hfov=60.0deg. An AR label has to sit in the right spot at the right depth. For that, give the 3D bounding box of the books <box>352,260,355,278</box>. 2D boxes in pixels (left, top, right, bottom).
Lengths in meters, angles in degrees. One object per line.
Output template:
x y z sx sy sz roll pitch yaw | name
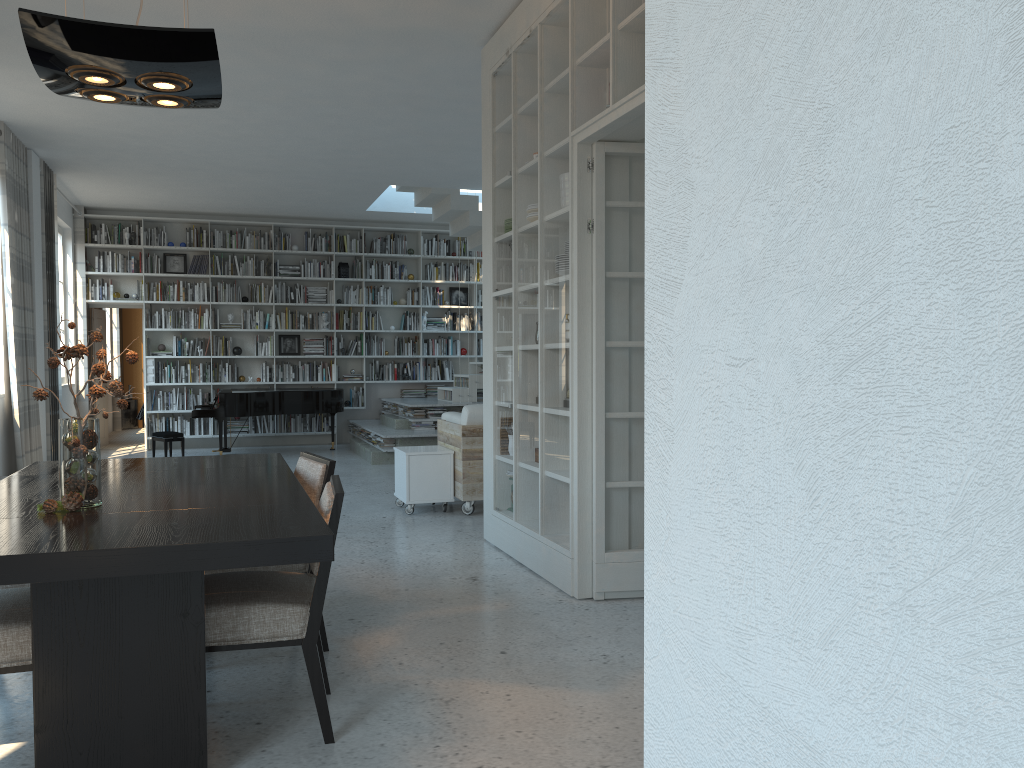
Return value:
-2.301 -1.650 12.856 0.021 0.272 0.190 -1 2 -18 | books

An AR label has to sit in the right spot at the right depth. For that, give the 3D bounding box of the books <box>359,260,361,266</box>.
-2.209 -1.662 12.924 0.005 0.292 0.130 -1 2 -18 | books

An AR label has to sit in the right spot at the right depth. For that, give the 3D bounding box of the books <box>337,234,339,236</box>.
-2.510 -2.018 12.803 0.007 0.279 0.150 -1 2 -18 | books

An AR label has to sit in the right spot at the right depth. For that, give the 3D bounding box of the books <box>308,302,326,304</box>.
-2.807 -1.159 12.734 0.254 0.012 0.161 -1 2 -22 | books

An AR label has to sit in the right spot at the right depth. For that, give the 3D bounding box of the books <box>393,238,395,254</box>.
-1.746 -2.013 13.046 0.008 0.251 0.170 -1 2 -18 | books

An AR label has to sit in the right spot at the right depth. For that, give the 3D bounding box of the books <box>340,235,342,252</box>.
-2.470 -2.009 12.815 0.008 0.262 0.142 -1 2 -18 | books

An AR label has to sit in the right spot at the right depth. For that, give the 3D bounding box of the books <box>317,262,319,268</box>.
-2.785 -1.627 12.735 0.011 0.239 0.139 -1 2 -18 | books

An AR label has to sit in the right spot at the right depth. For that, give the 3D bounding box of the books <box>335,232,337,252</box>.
-2.541 -2.026 12.785 0.007 0.298 0.181 -1 2 -18 | books

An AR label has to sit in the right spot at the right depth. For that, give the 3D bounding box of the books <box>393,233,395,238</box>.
-1.739 -2.052 13.046 0.007 0.329 0.183 -1 2 -18 | books

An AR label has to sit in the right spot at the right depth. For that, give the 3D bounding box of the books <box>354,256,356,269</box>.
-2.287 -1.684 12.889 0.025 0.339 0.142 -1 2 -18 | books

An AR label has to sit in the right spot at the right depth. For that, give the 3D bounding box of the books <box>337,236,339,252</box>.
-2.514 -1.997 12.775 0.007 0.239 0.191 -1 2 -18 | books

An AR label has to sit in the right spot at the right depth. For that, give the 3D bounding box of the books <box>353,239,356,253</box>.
-2.292 -1.987 12.857 0.031 0.213 0.169 -1 2 -18 | books

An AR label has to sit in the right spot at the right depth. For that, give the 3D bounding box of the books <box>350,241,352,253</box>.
-2.341 -1.970 12.844 0.022 0.180 0.173 -1 2 -18 | books

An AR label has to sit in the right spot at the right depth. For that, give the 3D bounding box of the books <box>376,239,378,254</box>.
-1.985 -1.999 12.961 0.013 0.229 0.173 -1 2 -18 | books

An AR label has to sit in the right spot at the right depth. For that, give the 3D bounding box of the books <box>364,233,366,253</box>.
-2.146 -2.034 12.900 0.019 0.304 0.175 -1 2 -18 | books

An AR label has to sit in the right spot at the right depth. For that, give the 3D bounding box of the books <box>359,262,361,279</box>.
-2.221 -1.639 12.885 0.013 0.248 0.186 -1 2 -18 | books

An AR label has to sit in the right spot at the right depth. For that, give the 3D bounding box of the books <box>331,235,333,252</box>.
-2.601 -2.005 12.778 0.022 0.257 0.136 -1 2 -18 | books

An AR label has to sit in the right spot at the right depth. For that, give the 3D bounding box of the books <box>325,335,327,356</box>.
-2.692 -0.556 12.818 0.011 0.299 0.130 -1 2 -18 | books

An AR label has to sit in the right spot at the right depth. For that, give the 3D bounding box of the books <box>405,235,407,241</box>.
-1.568 -2.042 13.100 0.006 0.306 0.163 -1 2 -18 | books

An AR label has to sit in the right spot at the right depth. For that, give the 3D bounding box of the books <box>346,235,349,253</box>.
-2.382 -2.017 12.850 0.030 0.274 0.151 -1 2 -18 | books

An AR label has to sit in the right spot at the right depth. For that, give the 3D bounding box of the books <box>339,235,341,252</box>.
-2.487 -2.008 12.801 0.034 0.261 0.157 -1 2 -18 | books

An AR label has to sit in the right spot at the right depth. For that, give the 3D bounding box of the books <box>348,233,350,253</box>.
-2.358 -2.028 12.840 0.010 0.297 0.167 -1 2 -18 | books

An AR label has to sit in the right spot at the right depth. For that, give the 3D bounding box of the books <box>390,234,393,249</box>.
-1.770 -2.043 13.038 0.006 0.312 0.179 -1 2 -18 | books

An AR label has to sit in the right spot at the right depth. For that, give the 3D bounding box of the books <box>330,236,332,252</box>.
-2.615 -1.996 12.767 0.014 0.239 0.153 -1 2 -18 | books

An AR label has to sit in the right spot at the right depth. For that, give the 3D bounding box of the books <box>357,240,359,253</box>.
-2.247 -1.978 12.885 0.022 0.194 0.181 -1 2 -18 | books

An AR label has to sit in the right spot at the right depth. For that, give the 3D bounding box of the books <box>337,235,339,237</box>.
-2.512 -2.008 12.791 0.006 0.260 0.166 -1 2 -18 | books

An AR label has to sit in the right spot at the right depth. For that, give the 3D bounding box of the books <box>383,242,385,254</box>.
-1.889 -1.981 13.027 0.031 0.190 0.132 -1 2 -18 | books

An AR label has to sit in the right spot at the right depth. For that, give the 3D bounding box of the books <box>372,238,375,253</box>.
-2.027 -2.006 12.951 0.009 0.244 0.173 -1 2 -18 | books

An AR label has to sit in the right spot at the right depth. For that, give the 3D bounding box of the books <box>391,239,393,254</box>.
-1.779 -2.002 13.031 0.018 0.231 0.160 -1 2 -18 | books

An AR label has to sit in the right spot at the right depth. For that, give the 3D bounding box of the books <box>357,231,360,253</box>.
-2.236 -2.046 12.904 0.012 0.330 0.128 -1 2 -18 | books

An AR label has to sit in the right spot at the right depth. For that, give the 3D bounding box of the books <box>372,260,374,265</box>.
-2.033 -1.658 12.969 0.011 0.283 0.172 -1 2 -18 | books

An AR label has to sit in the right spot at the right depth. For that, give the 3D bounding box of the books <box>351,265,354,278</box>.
-2.318 -1.621 12.886 0.019 0.214 0.156 -1 2 -18 | books

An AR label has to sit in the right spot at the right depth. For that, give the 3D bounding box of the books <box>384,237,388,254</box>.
-1.849 -2.014 12.996 0.028 0.258 0.184 -1 2 -18 | books

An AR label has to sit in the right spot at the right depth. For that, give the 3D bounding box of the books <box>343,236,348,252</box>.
-2.415 -2.006 12.818 0.054 0.255 0.190 -1 2 -18 | books

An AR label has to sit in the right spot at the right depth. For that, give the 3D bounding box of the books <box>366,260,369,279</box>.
-2.113 -1.658 12.936 0.012 0.285 0.159 -1 2 -18 | books

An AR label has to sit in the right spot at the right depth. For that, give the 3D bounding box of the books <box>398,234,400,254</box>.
-1.669 -2.041 13.067 0.008 0.307 0.182 -1 2 -18 | books

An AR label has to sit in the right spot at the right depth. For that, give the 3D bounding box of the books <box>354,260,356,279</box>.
-2.290 -1.650 12.874 0.022 0.272 0.181 -1 2 -18 | books

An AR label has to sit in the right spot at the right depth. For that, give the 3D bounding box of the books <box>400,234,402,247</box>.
-1.640 -2.050 13.107 0.008 0.321 0.133 -1 2 -18 | books

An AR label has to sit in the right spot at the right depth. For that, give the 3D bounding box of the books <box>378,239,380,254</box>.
-1.961 -1.998 12.983 0.028 0.226 0.163 -1 2 -18 | books

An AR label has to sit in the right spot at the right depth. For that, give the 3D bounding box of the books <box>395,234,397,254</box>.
-1.723 -2.037 13.035 0.015 0.299 0.183 -1 2 -18 | books

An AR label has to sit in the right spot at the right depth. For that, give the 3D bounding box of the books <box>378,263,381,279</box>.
-1.948 -1.638 12.989 0.027 0.241 0.160 -1 2 -18 | books

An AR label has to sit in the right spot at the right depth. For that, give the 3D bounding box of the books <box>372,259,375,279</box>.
-2.019 -1.670 12.967 0.014 0.307 0.152 -1 2 -18 | books

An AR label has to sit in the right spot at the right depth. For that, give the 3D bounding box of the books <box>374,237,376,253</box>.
-2.013 -2.012 12.975 0.012 0.255 0.133 -1 2 -18 | books

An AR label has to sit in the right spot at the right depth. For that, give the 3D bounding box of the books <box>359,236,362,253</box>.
-2.206 -2.008 12.881 0.029 0.253 0.186 -1 2 -18 | books

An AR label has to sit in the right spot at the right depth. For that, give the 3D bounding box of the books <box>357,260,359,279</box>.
-2.247 -1.660 12.920 0.013 0.289 0.131 -1 2 -18 | books

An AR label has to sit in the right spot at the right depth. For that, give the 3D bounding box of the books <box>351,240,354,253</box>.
-2.319 -1.981 12.852 0.024 0.202 0.180 -1 2 -18 | books

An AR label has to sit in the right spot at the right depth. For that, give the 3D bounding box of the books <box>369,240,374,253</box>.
-2.051 -1.985 12.937 0.046 0.206 0.183 -1 2 -18 | books

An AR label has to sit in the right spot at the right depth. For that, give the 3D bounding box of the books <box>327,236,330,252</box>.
-2.648 -1.998 12.754 0.028 0.244 0.161 -1 2 -18 | books

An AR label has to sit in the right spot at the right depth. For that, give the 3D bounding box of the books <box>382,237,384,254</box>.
-1.909 -2.013 13.001 0.021 0.256 0.168 -1 2 -18 | books

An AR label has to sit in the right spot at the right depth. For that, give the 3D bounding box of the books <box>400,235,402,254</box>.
-1.648 -2.038 13.087 0.019 0.299 0.137 -1 2 -18 | books

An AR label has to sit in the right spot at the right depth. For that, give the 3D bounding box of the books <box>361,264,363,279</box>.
-2.192 -1.622 12.895 0.008 0.214 0.223 -1 2 -18 | books

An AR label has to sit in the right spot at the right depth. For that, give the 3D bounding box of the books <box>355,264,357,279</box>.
-2.282 -1.623 12.893 0.024 0.217 0.168 -1 2 -18 | books

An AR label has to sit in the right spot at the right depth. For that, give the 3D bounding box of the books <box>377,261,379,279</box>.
-1.974 -1.656 13.005 0.012 0.277 0.133 -1 2 -18 | books

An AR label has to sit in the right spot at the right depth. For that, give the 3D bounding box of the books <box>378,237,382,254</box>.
-1.933 -2.013 12.991 0.030 0.255 0.161 -1 2 -18 | books

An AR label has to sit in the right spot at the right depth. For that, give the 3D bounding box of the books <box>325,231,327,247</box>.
-2.670 -2.030 12.754 0.012 0.308 0.138 -1 2 -18 | books

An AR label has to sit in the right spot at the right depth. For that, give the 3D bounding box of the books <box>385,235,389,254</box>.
-1.831 -2.032 13.026 0.024 0.292 0.167 -1 2 -18 | books

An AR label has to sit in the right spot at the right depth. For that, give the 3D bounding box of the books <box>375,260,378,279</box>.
-1.988 -1.665 12.993 0.021 0.296 0.138 -1 2 -18 | books

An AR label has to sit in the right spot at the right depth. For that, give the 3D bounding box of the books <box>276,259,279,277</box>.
-3.310 -1.625 12.531 0.021 0.249 0.191 -1 2 -18 | books

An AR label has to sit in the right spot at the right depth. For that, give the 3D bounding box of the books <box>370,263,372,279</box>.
-2.076 -1.638 12.958 0.026 0.243 0.148 -1 2 -18 | books

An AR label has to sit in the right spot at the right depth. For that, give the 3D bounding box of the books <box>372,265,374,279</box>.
-2.045 -1.620 12.949 0.026 0.208 0.181 -1 2 -18 | books
